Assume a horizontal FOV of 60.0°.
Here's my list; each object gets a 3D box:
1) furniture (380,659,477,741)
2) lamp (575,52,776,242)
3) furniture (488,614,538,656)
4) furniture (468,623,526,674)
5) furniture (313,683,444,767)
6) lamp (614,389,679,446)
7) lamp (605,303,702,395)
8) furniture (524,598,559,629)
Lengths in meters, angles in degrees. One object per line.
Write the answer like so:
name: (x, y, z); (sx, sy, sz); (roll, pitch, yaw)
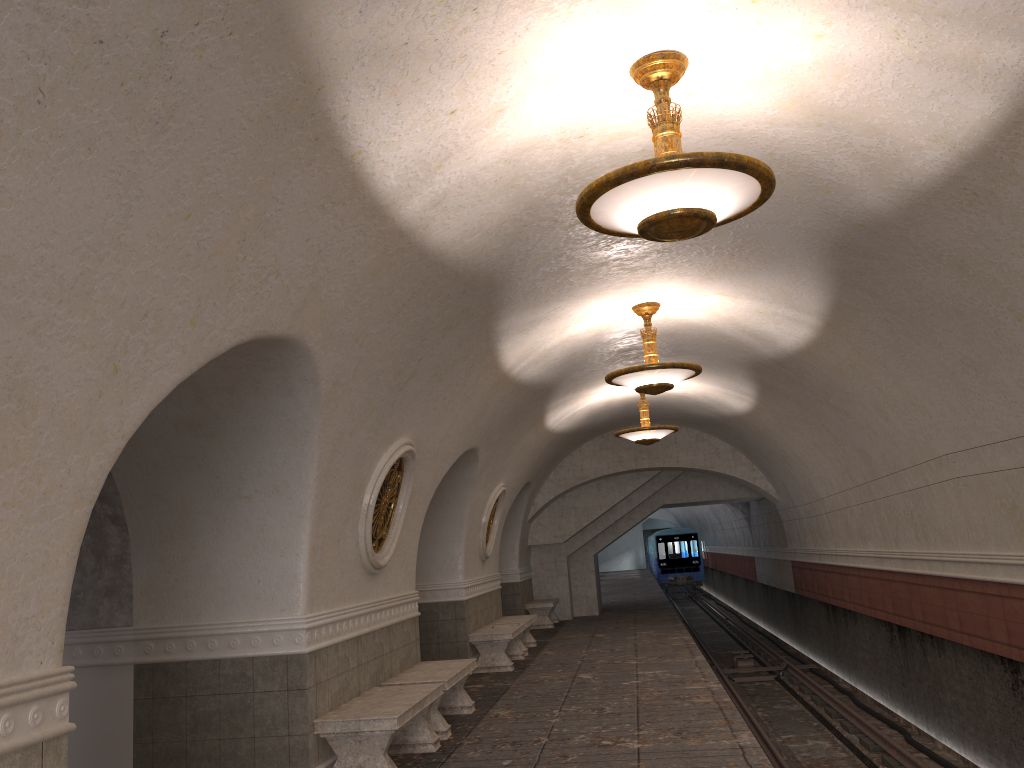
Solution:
furniture: (-0.750, 3.003, 8.491); (0.613, 0.508, 1.509); (-6, -11, 7)
lamp: (0.809, -1.201, 4.587); (1.008, 0.955, 1.008); (-9, -12, 22)
furniture: (0.044, 4.053, 14.306); (0.613, 0.508, 1.509); (-6, -11, 7)
furniture: (-0.180, 3.757, 12.666); (0.613, 0.508, 1.509); (-6, -11, 7)
furniture: (-0.974, 2.707, 6.851); (0.613, 0.508, 1.509); (-6, -11, 7)
lamp: (2.096, 0.500, 14.007); (1.008, 0.955, 1.008); (4, -13, -36)
lamp: (1.452, -0.350, 9.296); (1.008, 0.955, 1.008); (-9, -12, 22)
furniture: (0.660, 4.867, 18.813); (0.613, 0.508, 1.509); (-6, -11, 7)
